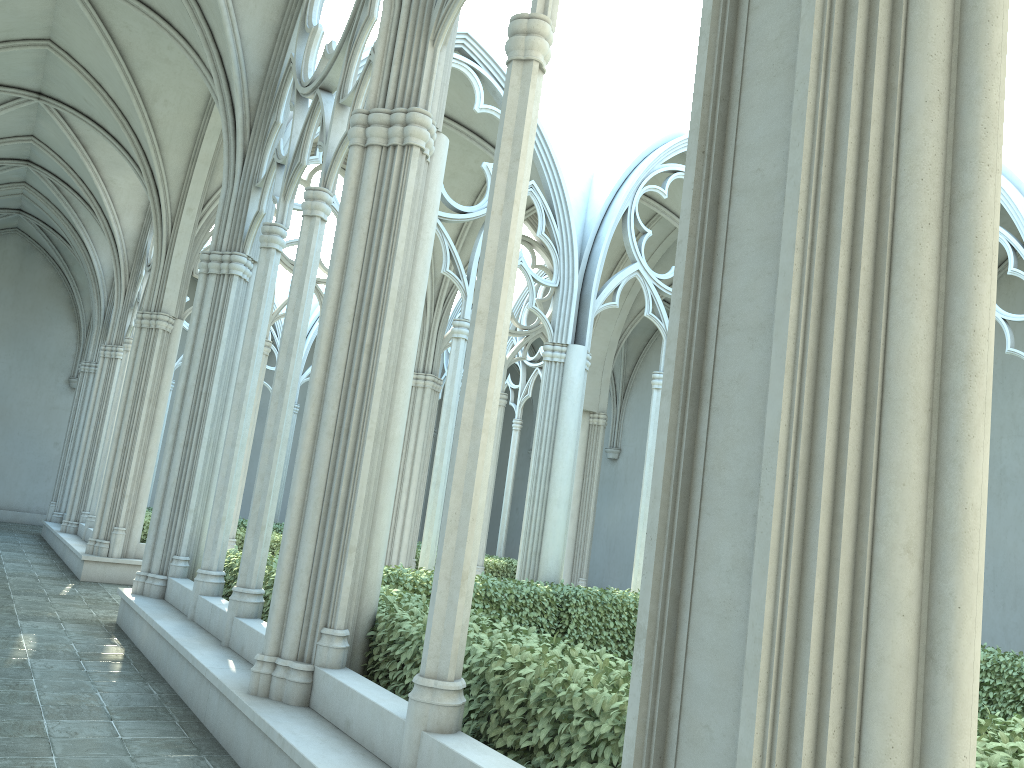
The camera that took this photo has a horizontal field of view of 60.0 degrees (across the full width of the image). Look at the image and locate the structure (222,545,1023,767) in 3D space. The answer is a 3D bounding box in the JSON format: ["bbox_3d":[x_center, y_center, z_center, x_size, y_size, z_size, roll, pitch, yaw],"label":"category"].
[{"bbox_3d":[2.157,2.601,7.842,7.995,0.963,8.018,13,-11,-30],"label":"structure"}]

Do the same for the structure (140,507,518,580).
[{"bbox_3d":[-4.573,3.562,18.998,7.995,0.963,8.018,13,-11,-30],"label":"structure"}]
